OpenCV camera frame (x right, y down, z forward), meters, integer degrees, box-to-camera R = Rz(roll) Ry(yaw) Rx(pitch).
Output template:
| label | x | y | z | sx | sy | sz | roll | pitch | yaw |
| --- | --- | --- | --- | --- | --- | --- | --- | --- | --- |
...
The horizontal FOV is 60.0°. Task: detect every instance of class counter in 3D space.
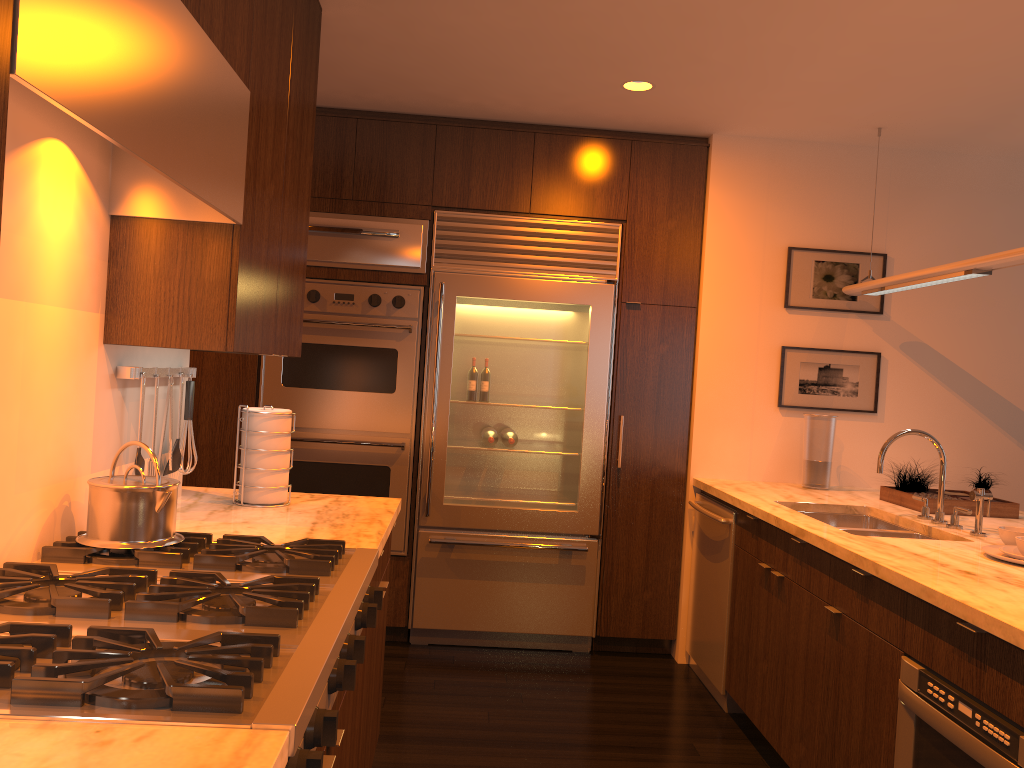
| label | x | y | z | sx | sy | sz | roll | pitch | yaw |
| --- | --- | --- | --- | --- | --- | --- | --- | --- | --- |
| counter | 1.596 | 0.536 | 3.015 | 1.280 | 0.038 | 2.711 | 4 | 1 | -3 |
| counter | -0.196 | 0.442 | 1.232 | 3.187 | 0.038 | 3.616 | 4 | 1 | -3 |

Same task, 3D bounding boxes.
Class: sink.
| label | x | y | z | sx | sy | sz | roll | pitch | yaw |
| --- | --- | --- | --- | --- | --- | --- | --- | --- | --- |
| sink | 1.279 | 0.620 | 3.252 | 0.457 | 0.176 | 0.813 | 4 | 1 | -3 |

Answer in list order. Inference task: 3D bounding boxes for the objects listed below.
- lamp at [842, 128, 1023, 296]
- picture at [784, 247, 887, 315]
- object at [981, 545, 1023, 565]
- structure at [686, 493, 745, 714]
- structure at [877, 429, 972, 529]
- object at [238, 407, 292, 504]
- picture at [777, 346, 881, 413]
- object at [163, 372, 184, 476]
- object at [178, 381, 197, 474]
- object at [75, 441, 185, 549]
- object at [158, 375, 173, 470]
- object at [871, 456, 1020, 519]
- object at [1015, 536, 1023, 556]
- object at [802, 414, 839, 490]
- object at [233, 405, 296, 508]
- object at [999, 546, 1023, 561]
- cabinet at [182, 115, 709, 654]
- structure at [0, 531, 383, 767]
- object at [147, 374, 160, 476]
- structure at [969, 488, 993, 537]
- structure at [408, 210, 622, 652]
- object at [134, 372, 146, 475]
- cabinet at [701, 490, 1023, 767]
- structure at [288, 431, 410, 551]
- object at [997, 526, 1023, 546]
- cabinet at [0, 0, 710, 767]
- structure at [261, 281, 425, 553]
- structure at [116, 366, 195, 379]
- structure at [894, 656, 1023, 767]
| label | x | y | z | sx | sy | sz | roll | pitch | yaw |
| --- | --- | --- | --- | --- | --- | --- | --- | --- | --- |
| lamp | 1.716 | -0.772 | 2.977 | 0.120 | 0.765 | 2.465 | 4 | 1 | -3 |
| picture | 1.585 | -0.505 | 4.343 | 0.493 | 0.298 | 0.012 | 4 | 1 | -3 |
| object | 1.532 | 0.508 | 2.569 | 0.309 | 0.021 | 0.310 | 4 | 1 | -3 |
| structure | 1.140 | 0.970 | 4.030 | 0.627 | 0.844 | 0.598 | 4 | 1 | -3 |
| structure | 1.553 | 0.341 | 3.286 | 0.321 | 0.341 | 0.310 | 4 | 1 | 34 |
| object | -0.762 | 0.220 | 2.740 | 0.149 | 0.286 | 0.144 | 3 | 1 | -21 |
| picture | 1.557 | -0.021 | 4.349 | 0.496 | 0.300 | 0.012 | 4 | 1 | -3 |
| object | -0.982 | 0.116 | 2.577 | 0.036 | 0.303 | 0.112 | 4 | 1 | -3 |
| object | -0.971 | 0.131 | 2.655 | 0.063 | 0.281 | 0.063 | 3 | 1 | -26 |
| object | -0.831 | 0.234 | 1.951 | 0.221 | 0.218 | 0.221 | 3 | 1 | -18 |
| object | -0.959 | 0.111 | 2.467 | 0.008 | 0.271 | 0.114 | 4 | 1 | -3 |
| object | 1.780 | 0.405 | 3.771 | 0.503 | 0.231 | 0.497 | 4 | 1 | -3 |
| object | 1.534 | 0.483 | 2.568 | 0.138 | 0.059 | 0.139 | 4 | 1 | 22 |
| object | 1.446 | 0.320 | 4.189 | 0.159 | 0.349 | 0.159 | 3 | 1 | -29 |
| object | -0.769 | 0.217 | 2.732 | 0.168 | 0.304 | 0.160 | 4 | 1 | 41 |
| object | 1.532 | 0.504 | 2.568 | 0.216 | 0.025 | 0.217 | 4 | 1 | 14 |
| cabinet | -1.081 | -0.027 | 4.562 | 3.924 | 2.540 | 0.690 | 4 | 1 | -3 |
| structure | -0.680 | 0.374 | 1.586 | 0.824 | 0.422 | 1.067 | 4 | 1 | -3 |
| object | -0.957 | 0.131 | 2.369 | 0.004 | 0.314 | 0.066 | 4 | 1 | -3 |
| structure | 1.596 | 0.436 | 3.021 | 0.067 | 0.161 | 0.050 | 4 | 1 | -3 |
| structure | -0.001 | 0.247 | 4.588 | 0.915 | 2.129 | 0.687 | 4 | 1 | -3 |
| object | -0.946 | 0.118 | 2.262 | 0.020 | 0.296 | 0.061 | 4 | 1 | -5 |
| cabinet | 1.568 | 0.993 | 3.020 | 1.281 | 0.876 | 2.713 | 4 | 1 | -3 |
| structure | -0.863 | 0.513 | 4.257 | 0.710 | 0.544 | 0.064 | 4 | 1 | -3 |
| object | 1.612 | 0.491 | 2.804 | 0.138 | 0.059 | 0.139 | 4 | 1 | 22 |
| cabinet | 0.962 | -0.100 | 2.255 | 7.728 | 2.997 | 5.521 | 4 | 1 | -3 |
| structure | -0.857 | 0.153 | 4.565 | 0.743 | 1.294 | 0.687 | 4 | 1 | -3 |
| structure | -0.956 | -0.031 | 2.451 | 0.048 | 0.031 | 0.541 | 4 | 1 | 0 |
| structure | 1.317 | 0.918 | 2.002 | 0.665 | 0.389 | 0.606 | 4 | 1 | -3 |
